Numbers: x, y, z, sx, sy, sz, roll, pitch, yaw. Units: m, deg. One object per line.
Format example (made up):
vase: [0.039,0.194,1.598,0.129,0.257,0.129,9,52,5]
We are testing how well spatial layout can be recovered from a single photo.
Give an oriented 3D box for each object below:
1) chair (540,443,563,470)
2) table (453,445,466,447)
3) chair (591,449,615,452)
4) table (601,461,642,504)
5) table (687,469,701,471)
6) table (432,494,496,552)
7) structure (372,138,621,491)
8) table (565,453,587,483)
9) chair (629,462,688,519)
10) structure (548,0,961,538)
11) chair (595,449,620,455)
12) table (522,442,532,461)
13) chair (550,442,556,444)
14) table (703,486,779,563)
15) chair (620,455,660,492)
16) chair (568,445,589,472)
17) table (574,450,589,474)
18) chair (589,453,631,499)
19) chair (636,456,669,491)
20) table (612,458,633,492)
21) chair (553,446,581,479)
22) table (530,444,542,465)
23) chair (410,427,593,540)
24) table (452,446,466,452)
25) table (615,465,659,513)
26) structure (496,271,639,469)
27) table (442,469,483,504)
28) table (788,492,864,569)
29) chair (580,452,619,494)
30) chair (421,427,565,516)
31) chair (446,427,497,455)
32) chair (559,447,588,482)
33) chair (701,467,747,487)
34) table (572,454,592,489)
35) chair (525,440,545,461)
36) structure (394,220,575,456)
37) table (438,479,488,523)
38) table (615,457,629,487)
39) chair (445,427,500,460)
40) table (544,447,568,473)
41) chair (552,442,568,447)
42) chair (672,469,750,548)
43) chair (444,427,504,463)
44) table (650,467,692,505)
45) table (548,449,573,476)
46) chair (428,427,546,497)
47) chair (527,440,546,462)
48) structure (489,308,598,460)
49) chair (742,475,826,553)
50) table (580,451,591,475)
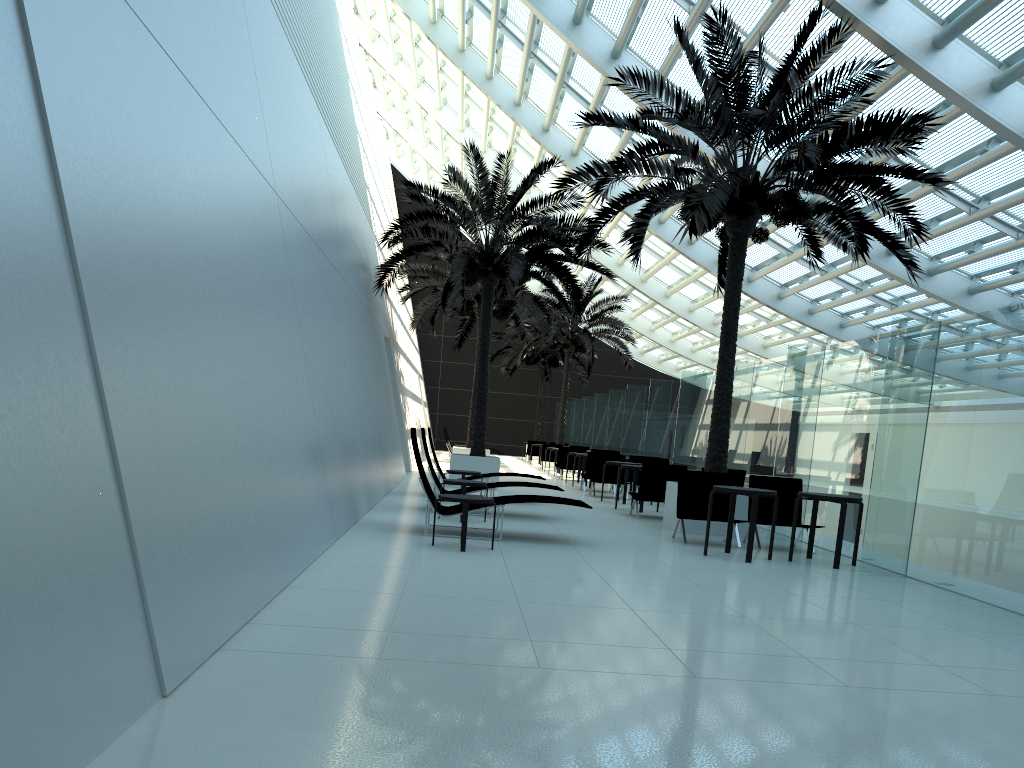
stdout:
chair: [1.376,2.455,29.211,0.717,0.897,0.878,4,2,-4]
table: [-1.949,2.598,33.237,0.548,0.522,0.554,6,2,39]
chair: [2.550,2.341,25.405,0.717,0.897,0.878,4,2,-4]
table: [2.113,1.894,16.734,0.673,0.789,0.679,6,4,35]
table: [3.166,1.893,15.189,0.672,0.789,0.680,7,4,39]
table: [-0.480,1.389,8.760,0.548,0.522,0.554,6,2,39]
structure: [-0.434,-1.297,17.449,4.656,6.910,4.213,3,5,-25]
table: [1.776,2.172,22.356,0.673,0.789,0.679,6,4,35]
chair: [2.306,1.702,13.944,0.717,0.897,0.878,4,2,-4]
structure: [3.059,-1.414,11.957,4.801,7.099,4.409,6,5,15]
chair: [2.637,2.256,23.712,0.717,0.897,0.878,4,2,-4]
table: [0.843,2.932,37.752,0.671,0.789,0.681,7,4,44]
chair: [1.876,2.896,36.639,0.717,0.897,0.878,4,2,-4]
table: [2.538,1.545,9.663,0.671,0.789,0.681,7,4,44]
chair: [2.888,2.063,19.782,0.717,0.897,0.878,4,2,-4]
chair: [2.304,2.531,29.275,0.717,0.897,0.878,4,2,-4]
table: [2.406,2.527,28.011,0.673,0.789,0.679,6,4,35]
chair: [2.047,1.902,18.013,0.717,0.897,0.878,4,2,-4]
chair: [2.975,1.978,18.077,0.717,0.897,0.878,4,2,-4]
table: [2.820,2.178,20.962,0.672,0.789,0.680,7,4,39]
chair: [1.622,2.265,25.340,0.717,0.897,0.878,4,2,-4]
table: [1.102,2.727,33.591,0.673,0.789,0.679,6,4,35]
chair: [-0.144,1.150,9.903,2.038,1.171,0.911,4,3,-4]
table: [-1.790,2.468,30.594,0.548,0.522,0.554,6,2,39]
table: [2.201,1.814,15.122,0.672,0.789,0.680,7,4,39]
structure: [1.909,-0.472,31.033,4.832,7.099,4.380,4,4,-10]
table: [-0.788,1.642,13.886,0.548,0.522,0.554,6,2,39]
table: [3.503,1.624,9.730,0.671,0.789,0.681,7,4,44]
chair: [1.960,1.987,19.718,0.717,0.897,0.878,4,2,-4]
chair: [-0.298,1.276,12.466,2.038,1.171,0.911,4,3,-4]
chair: [-1.612,2.359,34.380,2.038,1.171,0.911,4,3,-4]
chair: [1.709,2.180,23.648,0.717,0.897,0.878,4,2,-4]
chair: [3.234,1.778,14.009,0.717,0.897,0.878,4,2,-4]
table: [1.855,2.099,20.895,0.672,0.789,0.680,7,4,39]
chair: [0.948,2.820,36.575,0.717,0.897,0.878,4,2,-4]
structure: [-0.995,-1.049,23.410,4.249,6.971,4.619,7,5,30]
table: [-0.634,1.516,11.323,0.548,0.522,0.554,6,2,39]
table: [2.741,2.251,22.423,0.673,0.789,0.679,6,4,35]
chair: [-1.454,2.228,31.737,2.038,1.171,0.911,4,3,-4]
table: [1.441,2.448,27.944,0.673,0.789,0.679,6,4,35]
chair: [1.963,2.811,34.947,0.717,0.897,0.878,4,2,-4]
chair: [2.478,1.547,10.829,0.717,0.897,0.878,4,2,-4]
chair: [-1.300,2.101,29.174,2.038,1.171,0.911,4,3,-4]
table: [3.079,1.973,16.801,0.673,0.789,0.679,6,4,35]
table: [1.517,2.377,26.518,0.672,0.789,0.680,7,4,39]
chair: [-0.451,1.403,15.030,2.038,1.171,0.911,4,3,-4]
chair: [1.035,2.735,34.882,0.717,0.897,0.878,4,2,-4]
structure: [1.449,-0.069,39.150,4.470,7.097,4.737,2,5,-25]
chair: [3.406,1.623,10.893,0.717,0.897,0.878,4,2,-4]
table: [2.482,2.456,26.585,0.672,0.789,0.680,7,4,39]
